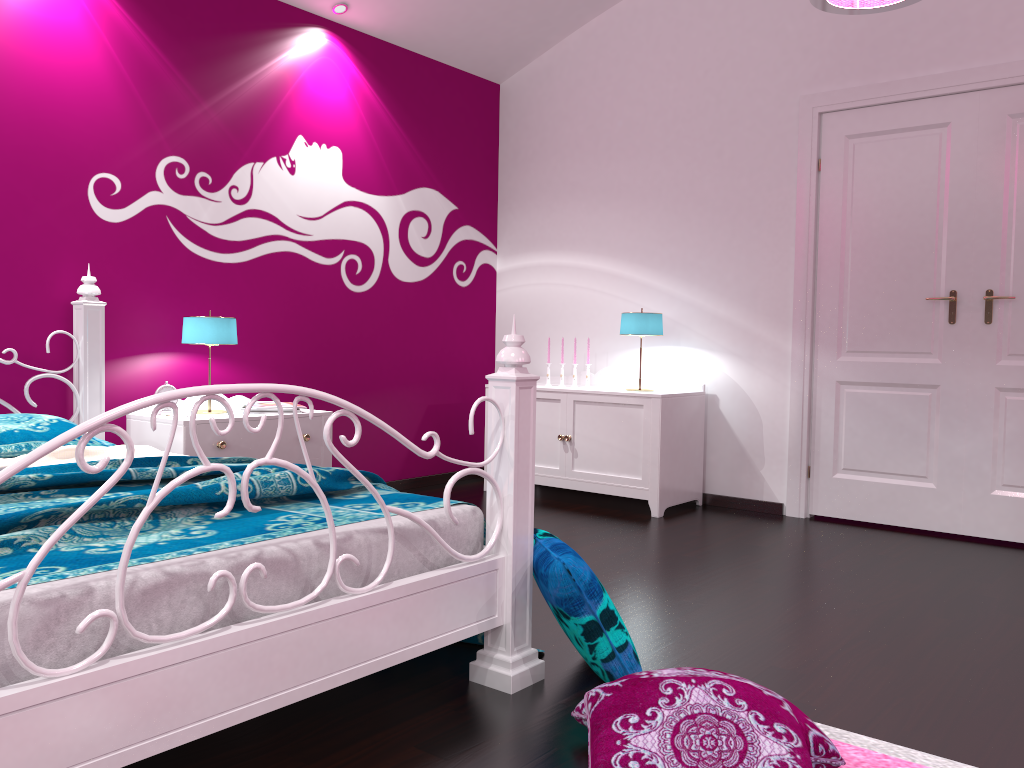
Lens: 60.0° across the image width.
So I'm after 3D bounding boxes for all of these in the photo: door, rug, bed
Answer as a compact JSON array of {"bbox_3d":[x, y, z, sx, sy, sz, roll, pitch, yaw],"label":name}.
[{"bbox_3d":[2.066,-0.311,4.000,1.405,2.001,0.098,3,3,38],"label":"door"},{"bbox_3d":[0.407,0.817,0.890,1.400,0.018,2.100,3,3,38],"label":"rug"},{"bbox_3d":[-1.386,0.154,2.238,2.317,1.143,2.167,3,3,38],"label":"bed"}]

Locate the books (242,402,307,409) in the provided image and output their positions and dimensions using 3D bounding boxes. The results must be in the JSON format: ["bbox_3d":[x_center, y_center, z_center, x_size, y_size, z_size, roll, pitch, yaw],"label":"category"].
[{"bbox_3d":[-1.071,0.099,3.991,0.221,0.012,0.300,0,3,-28],"label":"books"}]

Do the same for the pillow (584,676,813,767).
[{"bbox_3d":[0.330,0.668,1.555,0.425,0.224,0.391,1,3,7],"label":"pillow"}]

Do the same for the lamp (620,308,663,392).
[{"bbox_3d":[0.683,-0.182,4.696,0.229,0.438,0.229,1,3,-7],"label":"lamp"}]

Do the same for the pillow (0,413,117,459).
[{"bbox_3d":[-1.757,0.180,3.064,0.401,0.141,0.717,3,3,40],"label":"pillow"}]

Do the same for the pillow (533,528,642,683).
[{"bbox_3d":[0.178,0.577,2.285,0.264,0.357,0.402,1,3,-11],"label":"pillow"}]

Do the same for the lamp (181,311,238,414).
[{"bbox_3d":[-1.298,-0.095,3.810,0.229,0.438,0.229,1,3,-7],"label":"lamp"}]

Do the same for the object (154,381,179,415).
[{"bbox_3d":[-1.437,0.058,3.690,0.033,0.140,0.106,3,3,41],"label":"object"}]

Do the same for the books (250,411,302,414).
[{"bbox_3d":[-1.078,0.117,3.986,0.220,0.007,0.300,0,3,-22],"label":"books"}]

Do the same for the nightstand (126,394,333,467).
[{"bbox_3d":[-1.203,0.348,3.855,0.455,0.616,0.742,3,3,38],"label":"nightstand"}]

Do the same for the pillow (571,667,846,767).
[{"bbox_3d":[0.394,0.699,1.853,0.400,0.142,0.429,0,3,-27],"label":"pillow"}]

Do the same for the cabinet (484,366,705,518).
[{"bbox_3d":[0.431,0.270,4.932,1.142,0.734,0.506,3,3,38],"label":"cabinet"}]

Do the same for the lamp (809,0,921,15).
[{"bbox_3d":[0.524,-1.772,1.985,0.377,1.129,2.377,3,3,38],"label":"lamp"}]

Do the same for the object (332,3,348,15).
[{"bbox_3d":[-0.875,-1.912,4.496,0.085,0.058,0.080,3,3,38],"label":"object"}]

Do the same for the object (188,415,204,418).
[{"bbox_3d":[-1.290,0.132,3.607,0.073,0.003,0.073,1,3,1],"label":"object"}]

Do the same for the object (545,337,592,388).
[{"bbox_3d":[0.319,-0.127,5.027,0.285,0.284,0.043,2,3,27],"label":"object"}]

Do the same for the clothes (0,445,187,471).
[{"bbox_3d":[-1.373,0.390,2.761,0.553,0.376,1.036,3,3,33],"label":"clothes"}]

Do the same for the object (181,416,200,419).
[{"bbox_3d":[-1.288,0.133,3.552,0.073,0.006,0.073,1,3,1],"label":"object"}]

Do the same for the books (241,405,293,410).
[{"bbox_3d":[-1.089,0.103,3.976,0.220,0.007,0.300,0,3,-13],"label":"books"}]

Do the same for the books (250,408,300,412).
[{"bbox_3d":[-1.075,0.110,3.998,0.220,0.007,0.300,0,3,-16],"label":"books"}]
